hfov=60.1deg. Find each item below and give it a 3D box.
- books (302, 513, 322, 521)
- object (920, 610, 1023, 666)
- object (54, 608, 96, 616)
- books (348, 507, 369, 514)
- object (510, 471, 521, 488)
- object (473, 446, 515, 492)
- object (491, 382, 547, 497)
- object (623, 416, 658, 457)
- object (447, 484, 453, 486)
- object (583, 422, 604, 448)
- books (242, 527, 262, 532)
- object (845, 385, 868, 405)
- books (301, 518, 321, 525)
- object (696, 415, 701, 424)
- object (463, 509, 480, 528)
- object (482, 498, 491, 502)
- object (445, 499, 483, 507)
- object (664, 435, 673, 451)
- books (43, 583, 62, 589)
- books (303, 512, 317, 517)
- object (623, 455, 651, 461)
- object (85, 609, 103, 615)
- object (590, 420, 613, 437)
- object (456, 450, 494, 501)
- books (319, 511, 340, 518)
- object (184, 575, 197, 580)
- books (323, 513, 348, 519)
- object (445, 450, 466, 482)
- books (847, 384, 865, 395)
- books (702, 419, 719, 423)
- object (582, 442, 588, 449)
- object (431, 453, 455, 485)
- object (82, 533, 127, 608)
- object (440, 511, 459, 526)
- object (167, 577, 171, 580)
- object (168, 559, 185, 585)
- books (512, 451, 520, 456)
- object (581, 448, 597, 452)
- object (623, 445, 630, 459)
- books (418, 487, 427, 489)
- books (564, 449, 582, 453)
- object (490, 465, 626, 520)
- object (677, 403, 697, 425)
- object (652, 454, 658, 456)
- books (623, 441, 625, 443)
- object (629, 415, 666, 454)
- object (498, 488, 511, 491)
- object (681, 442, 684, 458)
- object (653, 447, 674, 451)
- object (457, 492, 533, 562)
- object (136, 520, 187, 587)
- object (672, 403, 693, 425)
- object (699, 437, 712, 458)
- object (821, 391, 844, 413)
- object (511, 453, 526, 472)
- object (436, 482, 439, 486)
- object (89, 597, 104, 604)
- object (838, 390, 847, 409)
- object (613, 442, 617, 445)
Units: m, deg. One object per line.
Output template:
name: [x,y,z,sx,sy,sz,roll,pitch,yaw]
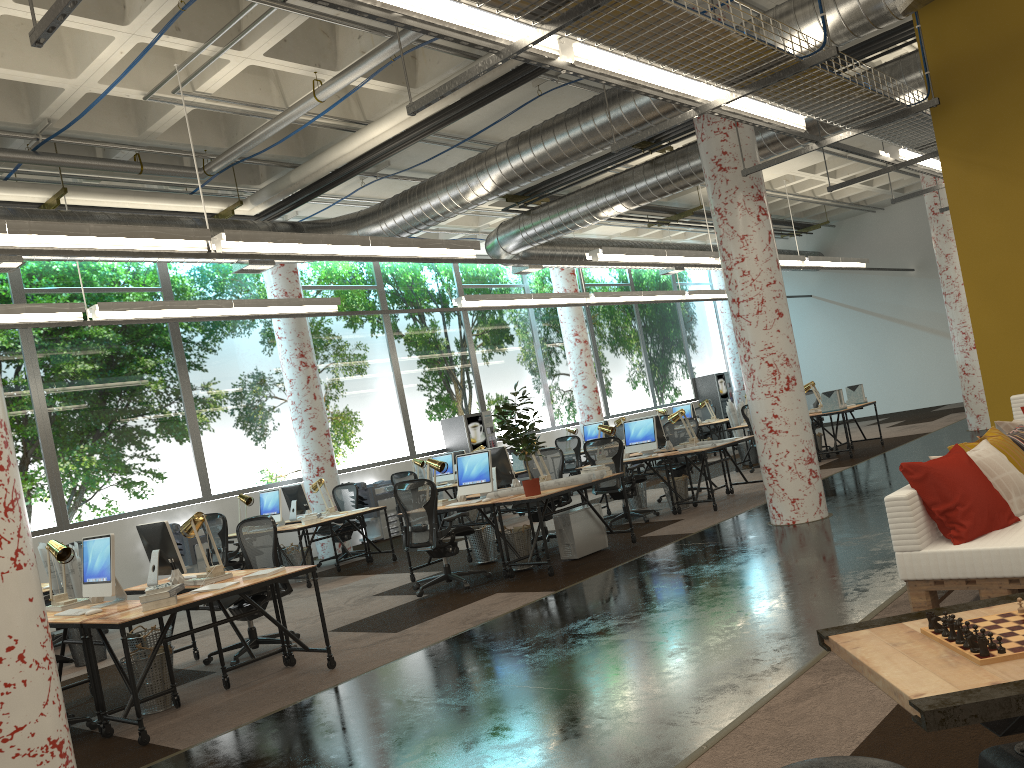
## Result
books: [-2.462,1.635,10.891,0.193,0.044,0.257,-11,-3,-1]
object: [1.053,0.526,1.861,0.273,0.012,0.273,-11,-3,2]
object: [-2.944,1.538,5.967,0.441,0.017,0.118,-14,-4,42]
books: [-1.982,1.632,11.441,0.201,0.024,0.235,-12,-3,15]
object: [0.034,1.011,9.245,0.101,0.209,0.101,-11,0,-3]
object: [-0.199,0.930,9.516,0.486,0.485,0.189,-12,-1,42]
object: [0.071,0.509,8.200,0.516,1.077,0.437,-11,0,32]
object: [1.659,0.685,11.319,0.486,0.485,0.189,-12,-1,42]
object: [-0.935,1.527,13.423,0.060,0.029,0.106,-13,-3,43]
object: [1.573,0.982,16.755,0.486,0.485,0.189,-12,-1,42]
books: [-3.504,1.936,11.804,0.310,0.038,0.224,-14,-4,42]
object: [5.511,0.181,14.203,0.282,0.302,0.149,-12,-1,42]
books: [-2.470,1.683,10.870,0.200,0.050,0.273,-10,-3,-21]
object: [4.098,0.773,19.464,0.101,0.209,0.101,-11,0,-3]
object: [-0.639,2.012,13.608,0.360,0.435,0.351,-12,-1,38]
object: [-0.243,1.120,8.575,0.060,0.029,0.106,-13,-3,43]
object: [-0.477,1.184,8.801,0.441,0.017,0.118,-14,-4,42]
object: [2.049,0.765,11.616,0.101,0.209,0.101,-11,0,-3]
books: [-4.446,1.970,8.691,0.243,0.019,0.206,-10,-3,-11]
books: [-2.482,1.607,10.888,0.152,0.030,0.186,-10,-3,-20]
object: [1.538,0.938,11.172,0.441,0.017,0.118,-14,-4,42]
object: [-2.711,1.474,5.742,0.060,0.029,0.106,-13,-3,43]
object: [1.730,0.981,17.323,0.486,0.485,0.189,-12,-1,42]
object: [-0.356,0.931,8.948,0.486,0.485,0.189,-12,-1,42]
books: [-2.459,1.729,11.716,0.310,0.038,0.224,-14,-4,42]
object: [-2.458,1.488,6.831,0.441,0.017,0.118,-14,-4,42]
books: [-2.239,1.673,11.213,0.244,0.019,0.205,-12,-3,19]
object: [-0.891,1.336,14.364,0.486,0.485,0.189,-12,-1,42]
books: [5.536,0.171,14.230,0.235,0.310,0.067,-12,-1,42]
books: [4.352,0.807,19.408,0.310,0.038,0.224,-14,-4,42]
object: [1.392,1.172,17.027,0.101,0.209,0.101,-11,0,-3]
object: [-1.194,1.744,13.996,1.083,1.209,0.190,-12,-1,42]
object: [-2.824,1.285,6.115,0.486,0.485,0.189,-12,-1,42]
object: [-1.016,2.134,14.555,0.352,0.435,0.369,-11,-1,-13]
object: [-2.694,1.539,7.056,0.060,0.029,0.106,-13,-3,43]
object: [-2.434,1.365,6.411,0.101,0.209,0.101,-11,0,-3]
books: [0.141,1.195,13.818,0.235,0.310,0.067,-12,-1,42]
object: [1.452,1.235,16.608,0.441,0.017,0.118,-14,-4,42]
object: [1.478,0.875,11.591,0.101,0.209,0.101,-11,0,-3]
books: [-1.450,1.658,14.124,0.310,0.038,0.224,-14,-4,42]
books: [1.171,1.303,17.083,0.310,0.038,0.224,-14,-4,42]
object: [0.812,1.836,15.613,3.394,0.437,0.368,-9,-2,-39]
object: [3.865,0.692,19.735,0.486,0.485,0.189,-12,-1,42]
object: [1.772,0.875,10.947,0.060,0.029,0.106,-13,-3,43]
books: [2.216,1.096,16.996,0.310,0.038,0.224,-14,-4,42]
object: [1.816,0.684,11.887,0.486,0.485,0.189,-12,-1,42]
object: [0.010,1.134,9.664,0.441,0.017,0.118,-14,-4,42]
object: [3.742,1.489,19.926,0.360,0.435,0.351,-12,-1,38]
object: [2.025,0.888,12.035,0.441,0.017,0.118,-14,-4,42]
object: [-0.177,1.408,8.995,0.852,0.933,0.104,-12,-1,37]
object: [-2.667,1.284,6.682,0.486,0.485,0.189,-12,-1,42]
object: [3.709,0.693,19.167,0.486,0.485,0.189,-12,-1,42]
object: [4.117,1.368,18.979,0.360,0.435,0.351,-12,-1,38]
object: [4.846,0.271,13.452,0.282,0.302,0.149,-12,-1,42]
object: [0.116,1.205,13.790,0.282,0.302,0.149,-12,-1,42]
object: [-1.228,1.527,14.067,0.101,0.209,0.101,-11,0,-3]
object: [-3.004,1.474,6.386,0.101,0.209,0.101,-11,0,-3]
object: [4.943,0.258,13.561,0.282,0.302,0.149,-12,-1,42]
object: [1.963,1.063,17.052,0.101,0.209,0.101,-11,0,-3]
